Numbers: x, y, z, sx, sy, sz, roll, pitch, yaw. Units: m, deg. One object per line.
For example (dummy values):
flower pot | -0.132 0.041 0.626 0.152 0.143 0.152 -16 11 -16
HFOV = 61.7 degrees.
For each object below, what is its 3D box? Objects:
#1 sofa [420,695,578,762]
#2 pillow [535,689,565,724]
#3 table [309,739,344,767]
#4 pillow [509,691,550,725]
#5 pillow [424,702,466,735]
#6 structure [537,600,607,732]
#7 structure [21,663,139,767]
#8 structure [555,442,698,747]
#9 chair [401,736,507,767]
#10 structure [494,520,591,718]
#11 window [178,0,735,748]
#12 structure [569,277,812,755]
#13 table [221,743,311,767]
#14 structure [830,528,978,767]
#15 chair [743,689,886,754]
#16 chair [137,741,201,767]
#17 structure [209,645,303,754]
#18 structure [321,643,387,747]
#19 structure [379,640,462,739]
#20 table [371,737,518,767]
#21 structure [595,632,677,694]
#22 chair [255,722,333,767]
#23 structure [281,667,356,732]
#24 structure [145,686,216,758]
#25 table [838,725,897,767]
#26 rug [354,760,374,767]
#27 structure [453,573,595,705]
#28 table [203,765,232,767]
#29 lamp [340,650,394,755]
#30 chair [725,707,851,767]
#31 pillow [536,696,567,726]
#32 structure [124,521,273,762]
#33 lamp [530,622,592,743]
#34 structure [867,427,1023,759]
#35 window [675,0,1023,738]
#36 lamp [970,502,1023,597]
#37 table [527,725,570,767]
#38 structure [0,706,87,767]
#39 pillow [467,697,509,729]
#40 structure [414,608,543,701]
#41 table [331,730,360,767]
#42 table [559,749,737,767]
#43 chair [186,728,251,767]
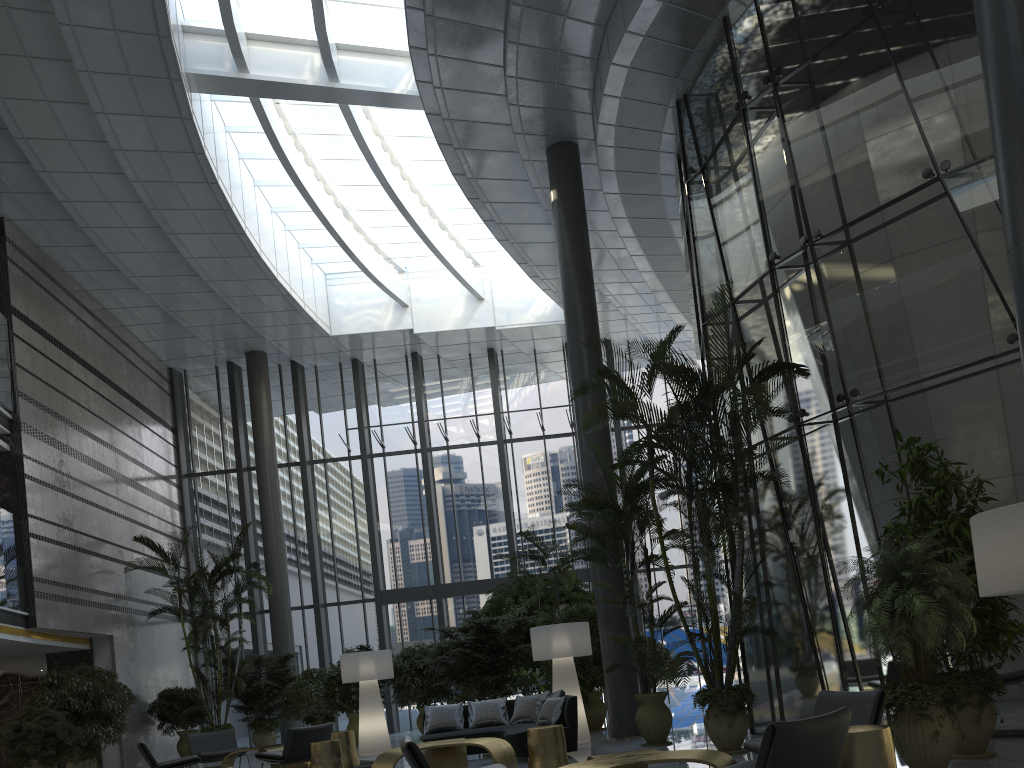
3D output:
sofa | -0.211 4.378 10.804 1.927 0.679 2.095 -4 -17 -6
pillow | 0.488 4.050 10.701 0.364 0.437 0.655 -3 -14 -18
table | -2.188 4.460 10.117 0.442 0.483 0.459 -5 -10 -5
pillow | 0.228 4.296 11.353 0.634 0.402 0.296 -18 -14 40
pillow | -0.918 4.490 11.511 0.610 0.391 0.307 -6 -9 -2
structure | 1.230 4.538 13.827 1.578 2.070 1.621 -14 -12 41
structure | -6.863 5.450 13.731 1.639 1.916 2.100 -11 -13 29
structure | 1.483 2.579 10.482 1.659 3.634 2.094 -5 -7 -16
chair | -0.345 2.655 5.704 0.731 0.650 0.752 -4 -12 -11
structure | 0.626 3.743 13.251 1.420 3.374 1.243 -5 -5 -16
window | -2.738 0.477 12.266 13.590 9.686 19.489 -9 -16 12
structure | 1.931 1.494 8.803 2.457 4.539 2.588 -4 -7 -20
table | -3.177 5.130 11.700 1.372 0.384 1.242 -16 -20 27
structure | 2.920 1.935 6.175 0.986 1.725 0.939 -4 -7 -18
chair | 2.013 2.388 5.669 0.733 0.650 0.750 -3 -12 -16
chair | -4.477 4.969 11.205 0.739 0.650 0.744 0 -13 -26
structure | -5.121 6.348 17.397 1.877 2.232 1.918 -3 -10 -16
structure | -2.958 5.901 16.272 1.247 1.915 1.422 -10 -9 24
structure | -1.607 5.824 16.374 2.025 1.840 1.697 -13 -12 31
table | -0.691 3.861 8.727 1.461 0.410 1.329 -4 -17 -6
structure | 2.049 4.949 14.544 1.467 1.564 1.623 0 -13 -33
chair | -2.663 4.559 10.576 0.732 0.650 0.751 -14 -14 33
structure | -3.735 6.315 16.728 1.467 1.564 1.623 0 -13 -33
structure | -6.482 6.675 16.812 1.140 1.502 1.441 -14 -13 40
table | 1.967 2.196 4.839 0.457 0.488 0.476 -6 -10 -1
rug | -3.508 5.260 11.353 3.620 0.018 3.642 6 -22 -31
structure | 0.524 5.095 16.488 3.768 2.874 3.309 -9 -12 11
table | -3.782 4.850 10.493 0.759 0.261 0.892 2 -19 -24
lamp | -2.322 5.229 14.064 0.836 1.629 0.865 -8 -7 17
chair | 1.283 2.021 4.355 0.743 0.650 0.740 4 -15 -40
pillow | 0.486 3.944 10.322 0.278 0.357 0.584 -2 -15 -26
structure | -5.753 4.896 16.380 2.528 4.540 2.514 -7 -7 5
lamp | 0.755 4.224 12.082 0.855 1.629 0.846 -1 -8 -40
structure | 3.480 1.624 6.822 1.151 2.647 1.065 -3 -6 -27
window | 4.675 1.114 13.485 4.228 7.688 16.092 -6 -16 0
lamp | 3.138 1.499 4.814 0.855 1.629 0.846 -1 -8 -40
table | 0.346 3.580 8.329 0.442 0.483 0.459 -5 -10 -5
structure | -6.759 5.251 12.224 1.201 1.291 1.215 -8 -10 11
pillow | -0.317 4.440 11.553 0.610 0.391 0.308 -7 -9 2
structure | -0.529 4.972 14.854 2.241 2.262 2.424 -3 -12 -14
table | -2.314 4.983 11.678 0.444 0.483 0.457 -4 -11 -14
table | 0.796 2.627 5.591 1.368 0.384 1.245 -4 -17 -6
chair | -4.251 5.349 12.396 0.740 0.650 0.743 2 -14 -36
